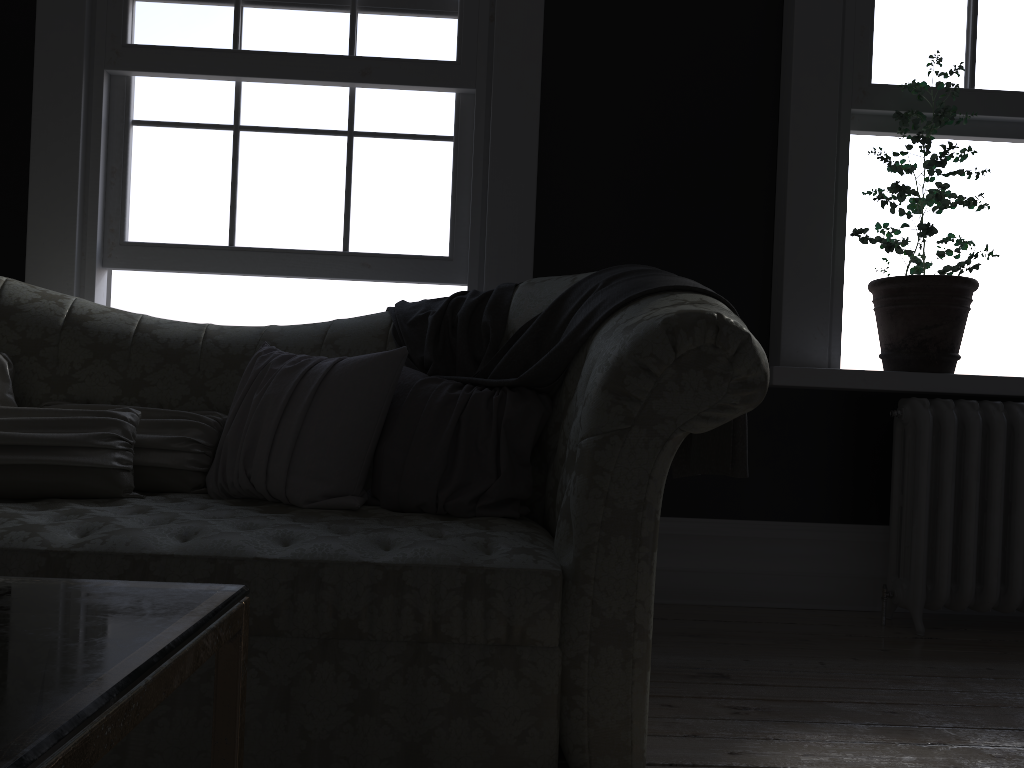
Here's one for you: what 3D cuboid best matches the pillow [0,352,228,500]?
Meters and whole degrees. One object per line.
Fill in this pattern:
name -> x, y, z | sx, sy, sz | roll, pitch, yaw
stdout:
pillow -> -1.372, 0.092, 2.368 | 1.105, 0.416, 0.529 | 2, -1, -2

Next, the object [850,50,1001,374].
object -> 1.511, -0.605, 3.244 | 0.474, 1.134, 0.505 | 2, 0, 38

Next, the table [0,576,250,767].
table -> -0.962, 0.424, 0.258 | 1.449, 0.558, 1.093 | 2, -1, -2

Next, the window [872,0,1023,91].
window -> 1.976, -1.524, 3.405 | 1.263, 1.017, 0.056 | 2, 0, -2

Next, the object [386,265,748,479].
object -> 0.073, -0.042, 2.582 | 0.517, 0.585, 1.366 | 3, -1, -42

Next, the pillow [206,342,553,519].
pillow -> -0.373, 0.114, 2.419 | 0.964, 0.461, 0.405 | 2, -1, 6

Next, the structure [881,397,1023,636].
structure -> 1.904, 0.491, 3.192 | 1.141, 0.848, 0.276 | 2, 0, -2

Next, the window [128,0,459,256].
window -> -0.808, -1.315, 3.324 | 1.263, 1.671, 0.056 | 2, 0, -2

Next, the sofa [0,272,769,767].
sofa -> -0.897, 0.202, 2.452 | 2.813, 1.160, 1.606 | 2, -1, -1
